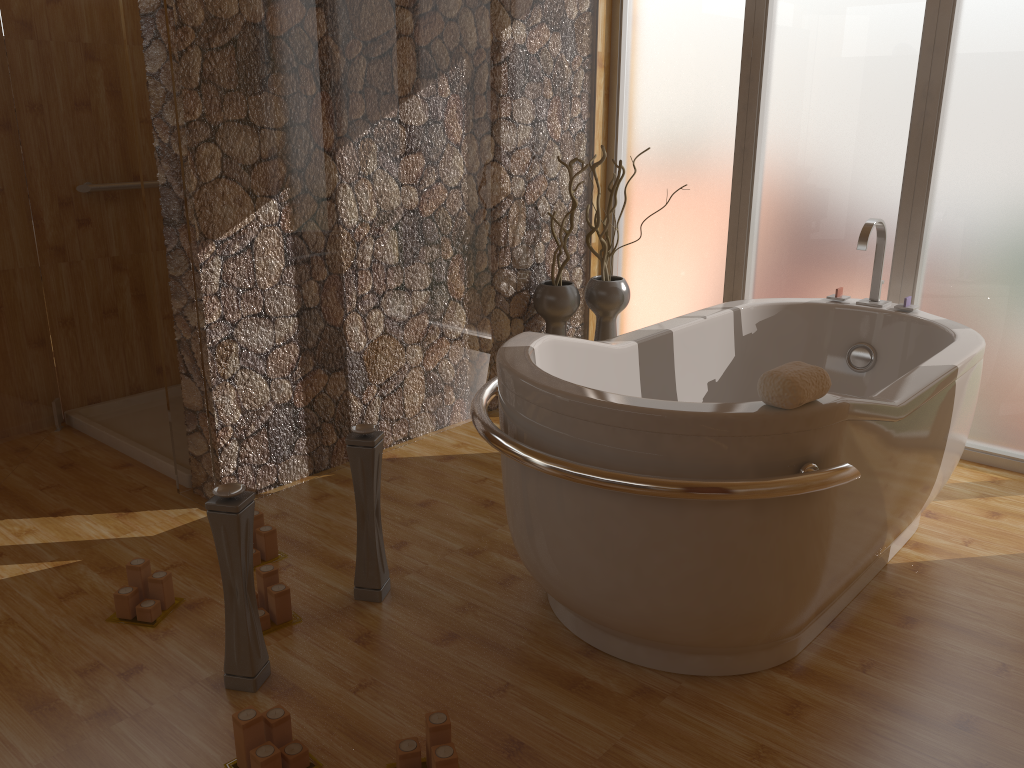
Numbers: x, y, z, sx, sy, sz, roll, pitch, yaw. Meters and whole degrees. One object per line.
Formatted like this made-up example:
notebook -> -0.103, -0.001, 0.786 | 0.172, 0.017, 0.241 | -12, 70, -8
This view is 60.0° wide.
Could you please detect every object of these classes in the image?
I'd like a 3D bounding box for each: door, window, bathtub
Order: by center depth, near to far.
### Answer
bathtub -> 0.728, 0.059, 2.520 | 0.977, 0.900, 1.946 | 16, 23, 41
door -> -1.803, -0.734, 2.862 | 0.077, 2.147, 0.983 | -2, 18, -9
window -> 1.759, -0.675, 3.045 | 0.587, 1.900, 0.010 | 15, 22, 39
window -> 1.241, -0.811, 3.475 | 0.587, 1.900, 0.010 | 15, 22, 39
window -> 0.726, -0.946, 3.903 | 0.581, 1.900, 0.010 | 15, 22, 39

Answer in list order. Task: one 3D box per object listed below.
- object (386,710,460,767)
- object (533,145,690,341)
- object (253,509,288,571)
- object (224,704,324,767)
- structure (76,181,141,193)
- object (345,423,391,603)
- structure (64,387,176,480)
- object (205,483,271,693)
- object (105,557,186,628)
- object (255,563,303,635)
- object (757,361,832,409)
object -> -0.165, 0.715, 1.705 | 0.141, 0.131, 0.141 | -5, 18, -15
object -> 0.405, -0.468, 3.854 | 0.655, 1.112, 0.284 | -9, 19, -27
object -> -0.753, 0.444, 2.566 | 0.141, 0.131, 0.141 | 15, 22, 38
object -> -0.475, 0.700, 1.749 | 0.141, 0.131, 0.141 | -16, 24, -42
structure -> -1.173, -0.743, 3.421 | 1.001, 0.043, 0.587 | 15, 22, 39
object -> -0.375, 0.340, 2.324 | 0.080, 0.478, 0.080 | 4, 18, 12
structure -> -1.169, 0.130, 3.703 | 1.000, 0.050, 0.955 | 15, 22, 39
object -> -0.851, -0.556, 2.765 | 0.347, 1.921, 2.276 | -2, 17, -6
object -> -0.953, 0.528, 2.294 | 0.141, 0.131, 0.141 | 4, 18, 12
object -> -0.634, 0.541, 2.258 | 0.141, 0.131, 0.141 | -14, 22, -39
object -> 0.563, 0.002, 1.774 | 0.166, 0.077, 0.105 | -14, 22, -39
